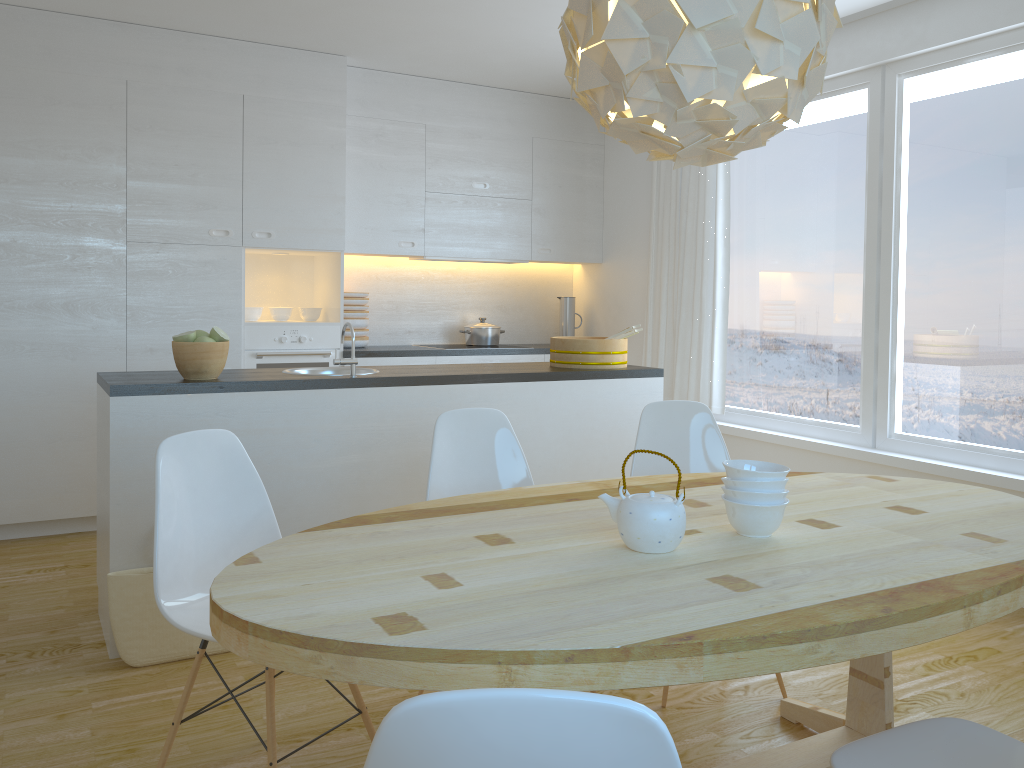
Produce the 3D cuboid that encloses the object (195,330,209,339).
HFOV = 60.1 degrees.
[{"bbox_3d":[-1.186,-0.158,3.381,0.102,0.098,0.087,0,3,-8],"label":"object"}]

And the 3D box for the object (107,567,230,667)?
[{"bbox_3d":[-0.769,0.739,2.800,1.191,0.500,0.471,5,5,39],"label":"object"}]

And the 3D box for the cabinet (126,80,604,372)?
[{"bbox_3d":[-0.766,-0.529,5.694,3.202,2.296,0.482,-1,3,-29],"label":"cabinet"}]

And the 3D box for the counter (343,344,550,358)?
[{"bbox_3d":[-0.276,-0.234,6.047,2.001,0.040,0.602,-2,6,-29],"label":"counter"}]

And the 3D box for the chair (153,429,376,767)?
[{"bbox_3d":[-0.626,0.587,2.235,0.523,0.900,0.430,2,3,31],"label":"chair"}]

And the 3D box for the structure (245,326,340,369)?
[{"bbox_3d":[-1.276,-0.041,5.170,0.561,0.595,0.049,-1,2,-29],"label":"structure"}]

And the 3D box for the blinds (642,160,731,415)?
[{"bbox_3d":[1.052,-0.926,5.530,0.150,2.155,0.796,0,2,-29],"label":"blinds"}]

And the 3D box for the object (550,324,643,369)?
[{"bbox_3d":[0.400,-0.193,4.315,0.429,0.214,0.380,1,4,-1],"label":"object"}]

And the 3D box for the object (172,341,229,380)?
[{"bbox_3d":[-1.174,-0.091,3.337,0.205,0.141,0.206,2,4,22],"label":"object"}]

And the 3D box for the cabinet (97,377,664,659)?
[{"bbox_3d":[-0.482,0.434,3.893,2.401,0.908,0.602,-2,4,-29],"label":"cabinet"}]

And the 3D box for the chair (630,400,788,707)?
[{"bbox_3d":[0.639,0.533,3.030,0.430,0.899,0.524,0,3,-9],"label":"chair"}]

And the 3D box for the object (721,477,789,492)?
[{"bbox_3d":[0.560,0.256,2.045,0.152,0.095,0.151,0,4,-12],"label":"object"}]

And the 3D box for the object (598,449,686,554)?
[{"bbox_3d":[0.294,0.247,1.921,0.147,0.211,0.178,-1,3,-30],"label":"object"}]

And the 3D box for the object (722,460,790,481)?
[{"bbox_3d":[0.562,0.228,2.042,0.152,0.087,0.152,1,4,-1],"label":"object"}]

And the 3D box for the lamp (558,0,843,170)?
[{"bbox_3d":[0.435,-1.074,2.095,0.639,1.133,0.648,-1,3,-30],"label":"lamp"}]

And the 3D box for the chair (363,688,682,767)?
[{"bbox_3d":[0.010,0.702,1.069,0.430,0.899,0.524,1,3,1],"label":"chair"}]

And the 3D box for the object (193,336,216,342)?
[{"bbox_3d":[-1.146,-0.136,3.311,0.081,0.085,0.098,2,4,26],"label":"object"}]

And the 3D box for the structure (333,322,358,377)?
[{"bbox_3d":[-0.688,-0.141,3.558,0.097,0.215,0.162,0,3,-29],"label":"structure"}]

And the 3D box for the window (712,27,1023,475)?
[{"bbox_3d":[1.873,-0.633,4.450,0.088,1.913,2.734,0,4,-29],"label":"window"}]

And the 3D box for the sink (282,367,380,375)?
[{"bbox_3d":[-0.768,0.021,3.758,0.404,0.156,0.405,2,5,13],"label":"sink"}]

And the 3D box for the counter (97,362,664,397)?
[{"bbox_3d":[-0.475,-0.040,3.880,2.401,0.040,0.602,-2,6,-29],"label":"counter"}]

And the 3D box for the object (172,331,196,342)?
[{"bbox_3d":[-1.222,-0.165,3.300,0.084,0.065,0.086,0,4,-17],"label":"object"}]

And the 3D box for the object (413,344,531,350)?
[{"bbox_3d":[-0.273,-0.252,6.051,0.654,0.013,0.563,-2,6,-29],"label":"object"}]

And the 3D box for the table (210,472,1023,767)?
[{"bbox_3d":[0.428,0.702,2.088,2.191,0.723,1.197,-2,5,-30],"label":"table"}]

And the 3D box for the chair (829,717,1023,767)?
[{"bbox_3d":[0.785,0.681,1.422,0.430,0.900,0.524,0,3,-29],"label":"chair"}]

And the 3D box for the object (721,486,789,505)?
[{"bbox_3d":[0.560,0.280,2.043,0.152,0.093,0.151,2,4,10],"label":"object"}]

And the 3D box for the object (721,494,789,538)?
[{"bbox_3d":[0.559,0.304,2.040,0.152,0.082,0.152,2,4,10],"label":"object"}]

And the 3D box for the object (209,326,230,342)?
[{"bbox_3d":[-1.112,-0.184,3.365,0.074,0.071,0.077,1,4,-4],"label":"object"}]
